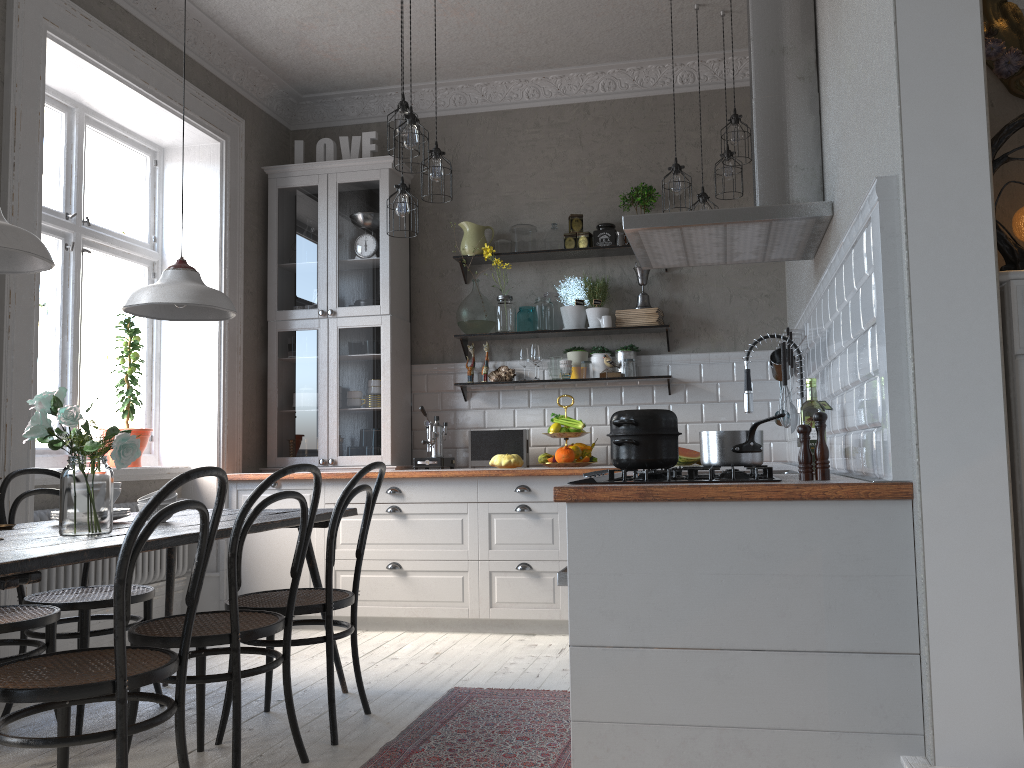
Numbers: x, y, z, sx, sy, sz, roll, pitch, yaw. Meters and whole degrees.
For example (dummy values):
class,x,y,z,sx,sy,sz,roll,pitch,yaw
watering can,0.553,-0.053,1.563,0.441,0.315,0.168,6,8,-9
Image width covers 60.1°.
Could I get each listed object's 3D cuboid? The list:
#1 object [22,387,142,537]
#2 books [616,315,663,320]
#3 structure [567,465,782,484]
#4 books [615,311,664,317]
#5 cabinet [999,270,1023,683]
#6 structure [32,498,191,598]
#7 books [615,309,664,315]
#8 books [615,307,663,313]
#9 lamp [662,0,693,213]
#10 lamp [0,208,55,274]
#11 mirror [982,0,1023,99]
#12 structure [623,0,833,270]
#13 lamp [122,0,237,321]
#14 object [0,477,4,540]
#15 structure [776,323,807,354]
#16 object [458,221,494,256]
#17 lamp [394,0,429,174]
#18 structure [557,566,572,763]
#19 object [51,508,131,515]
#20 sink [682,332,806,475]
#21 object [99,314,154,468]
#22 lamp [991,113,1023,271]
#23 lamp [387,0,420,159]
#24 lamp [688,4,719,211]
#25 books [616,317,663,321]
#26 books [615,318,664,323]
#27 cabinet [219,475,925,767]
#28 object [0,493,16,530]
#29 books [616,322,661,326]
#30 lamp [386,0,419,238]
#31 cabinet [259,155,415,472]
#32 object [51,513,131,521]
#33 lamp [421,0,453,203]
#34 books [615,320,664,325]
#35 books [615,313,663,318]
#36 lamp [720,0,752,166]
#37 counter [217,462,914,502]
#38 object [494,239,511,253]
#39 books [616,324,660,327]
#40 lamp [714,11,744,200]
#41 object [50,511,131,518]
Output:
class,x,y,z,sx,sy,sz,roll,pitch,yaw
object,-1.188,0.214,2.467,0.309,0.414,0.253,-2,-5,10
books,0.767,-0.392,5.325,0.258,0.011,0.159,-2,-5,15
structure,0.443,0.237,2.350,0.492,0.031,0.611,-2,-5,13
books,0.766,-0.413,5.326,0.257,0.016,0.160,-3,-5,24
cabinet,1.388,0.410,1.906,0.661,1.297,0.387,-2,-5,12
structure,-1.968,0.802,4.341,0.147,0.428,1.232,-2,-5,12
books,0.766,-0.424,5.327,0.257,0.016,0.160,-3,-5,21
books,0.766,-0.435,5.328,0.258,0.011,0.159,-3,-5,18
lamp,0.832,-1.744,4.594,0.143,1.735,0.150,-5,-6,44
lamp,-1.405,-1.239,2.348,0.387,1.858,0.371,3,-6,-40
mirror,1.430,-1.007,2.239,0.528,0.593,0.072,-2,-5,11
structure,0.810,-1.325,3.474,0.707,1.595,0.718,-2,-5,12
lamp,-1.192,-1.173,3.222,0.374,1.858,0.384,-3,-5,20
object,-1.394,0.335,2.374,0.058,0.167,0.060,-3,-5,26
structure,1.302,-0.183,4.176,0.094,0.053,1.095,-2,-5,13
object,-0.227,-0.891,5.502,0.187,0.216,0.176,-3,-5,26
lamp,-0.460,-1.821,4.003,0.149,1.735,0.144,2,-5,-31
structure,0.473,0.599,2.312,0.613,0.623,0.627,-2,-5,12
object,-1.407,0.435,2.962,0.232,0.027,0.242,-4,-6,35
sink,0.733,0.189,2.962,0.524,0.720,0.490,-2,-5,12
object,-2.028,0.031,4.667,0.254,0.813,0.265,-5,-6,40
lamp,1.305,-0.387,2.084,0.443,0.558,0.174,-3,-5,19
lamp,-0.517,-1.936,4.187,0.147,1.735,0.146,-1,-5,-1
lamp,0.991,-1.617,4.691,0.148,1.735,0.145,0,-5,-16
books,0.767,-0.381,5.324,0.258,0.011,0.159,-3,-5,18
books,0.767,-0.370,5.323,0.257,0.016,0.160,-3,-5,21
cabinet,0.195,0.808,3.847,2.026,0.854,4.115,2,-5,-31
object,-1.632,0.399,2.776,0.140,0.112,0.139,-1,-5,-5
books,0.768,-0.349,5.321,0.258,0.011,0.159,-3,-5,18
lamp,-0.540,-1.583,4.328,0.149,1.735,0.144,1,-5,-21
cabinet,-1.075,-0.397,5.549,0.872,1.921,0.391,-2,-5,12
object,-1.407,0.453,2.961,0.233,0.027,0.242,-4,-5,30
lamp,-0.373,-1.748,4.303,0.147,1.735,0.146,-1,-5,-1
books,0.767,-0.359,5.322,0.257,0.016,0.160,-3,-5,24
books,0.767,-0.403,5.325,0.258,0.011,0.159,-3,-5,18
lamp,1.142,-2.007,4.624,0.148,1.735,0.145,0,-5,-16
counter,-0.286,0.404,3.823,3.135,0.039,3.420,-2,-5,12
object,-0.057,-0.839,5.523,0.102,0.111,0.104,-2,-5,12
books,0.768,-0.337,5.320,0.258,0.011,0.159,-2,-5,15
lamp,1.144,-1.865,4.788,0.150,1.735,0.144,2,-6,-36
object,-1.407,0.444,2.962,0.241,0.027,0.234,1,-5,-20
